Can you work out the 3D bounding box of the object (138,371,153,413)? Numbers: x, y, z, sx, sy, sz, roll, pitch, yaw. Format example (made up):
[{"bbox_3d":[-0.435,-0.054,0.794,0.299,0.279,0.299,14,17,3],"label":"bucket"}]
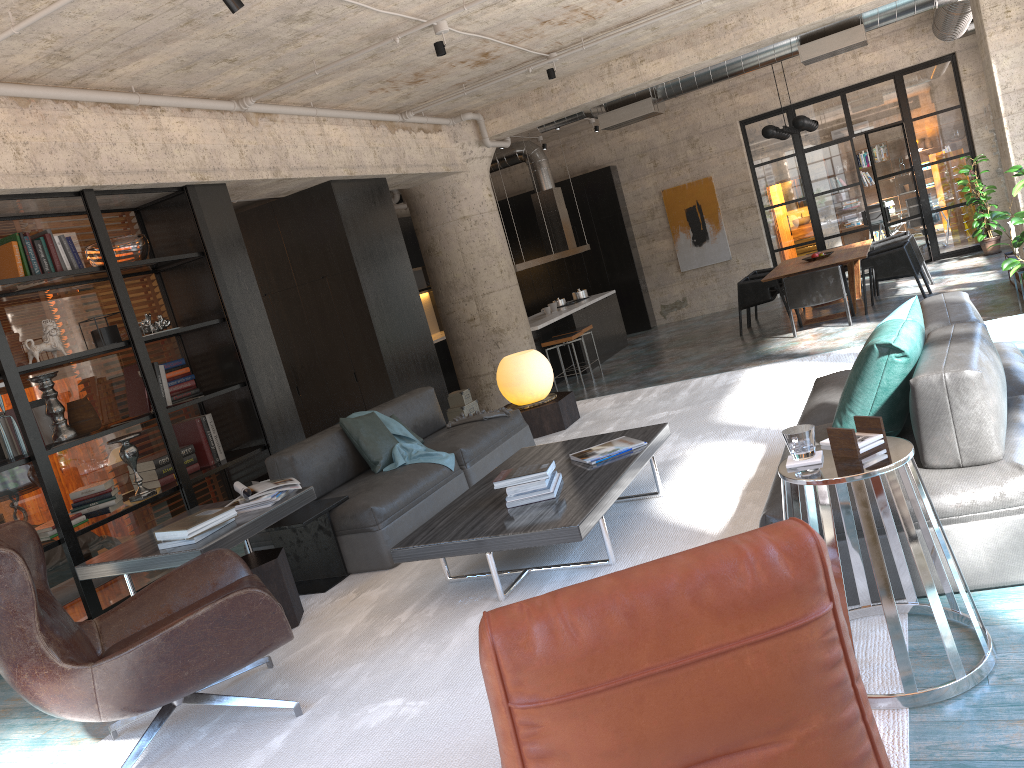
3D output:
[{"bbox_3d":[-2.505,0.042,6.163,0.099,0.301,0.099,-13,8,20],"label":"object"}]

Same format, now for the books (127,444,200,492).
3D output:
[{"bbox_3d":[-2.511,0.604,6.400,0.274,0.197,0.393,-12,8,26],"label":"books"}]

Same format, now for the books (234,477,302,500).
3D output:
[{"bbox_3d":[-1.228,0.518,4.447,0.273,0.109,0.322,-19,8,-24],"label":"books"}]

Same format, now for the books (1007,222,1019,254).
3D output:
[{"bbox_3d":[5.993,-1.746,10.460,0.191,0.362,0.277,-12,8,26],"label":"books"}]

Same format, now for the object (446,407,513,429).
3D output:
[{"bbox_3d":[-0.197,0.260,6.324,0.433,0.185,0.429,-13,8,22],"label":"object"}]

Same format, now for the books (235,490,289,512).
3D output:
[{"bbox_3d":[-1.230,0.561,4.398,0.252,0.011,0.318,-15,7,3],"label":"books"}]

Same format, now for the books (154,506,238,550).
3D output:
[{"bbox_3d":[-1.422,0.644,4.013,0.278,0.075,0.320,-11,9,30],"label":"books"}]

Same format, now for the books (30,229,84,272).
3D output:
[{"bbox_3d":[-2.983,-0.843,5.767,0.221,0.298,0.258,-12,8,26],"label":"books"}]

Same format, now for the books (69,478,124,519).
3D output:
[{"bbox_3d":[-2.706,0.752,5.745,0.306,0.188,0.257,-17,8,-9],"label":"books"}]

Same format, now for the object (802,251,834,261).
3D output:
[{"bbox_3d":[4.209,-1.761,12.201,0.435,0.079,0.435,-19,8,-27],"label":"object"}]

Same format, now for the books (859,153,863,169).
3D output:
[{"bbox_3d":[7.959,-5.091,20.225,0.021,0.355,0.272,-12,8,26],"label":"books"}]

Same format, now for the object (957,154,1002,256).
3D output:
[{"bbox_3d":[7.139,-2.727,13.510,0.514,1.552,0.886,-12,8,23],"label":"object"}]

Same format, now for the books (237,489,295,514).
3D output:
[{"bbox_3d":[-1.233,0.575,4.385,0.252,0.011,0.318,-14,8,13],"label":"books"}]

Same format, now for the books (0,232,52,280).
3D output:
[{"bbox_3d":[-3.082,-0.782,5.549,0.216,0.290,0.231,-12,8,26],"label":"books"}]

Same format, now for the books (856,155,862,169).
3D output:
[{"bbox_3d":[7.930,-5.071,20.244,0.055,0.326,0.255,-12,8,26],"label":"books"}]

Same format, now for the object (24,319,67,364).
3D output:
[{"bbox_3d":[-3.045,-0.278,5.755,0.131,0.280,0.252,-11,9,34],"label":"object"}]

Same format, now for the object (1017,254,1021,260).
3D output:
[{"bbox_3d":[5.793,-1.627,9.982,0.199,0.365,0.703,-10,9,37],"label":"object"}]

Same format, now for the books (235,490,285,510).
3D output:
[{"bbox_3d":[-1.247,0.557,4.385,0.252,0.011,0.318,-15,7,3],"label":"books"}]

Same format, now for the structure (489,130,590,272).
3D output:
[{"bbox_3d":[0.171,-2.813,13.258,0.538,2.100,3.117,-12,8,26],"label":"structure"}]

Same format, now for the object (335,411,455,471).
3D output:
[{"bbox_3d":[-0.797,0.382,5.613,0.444,0.438,0.985,-21,9,-37],"label":"object"}]

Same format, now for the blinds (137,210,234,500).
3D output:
[{"bbox_3d":[-3.145,0.377,5.818,0.136,3.160,2.915,-12,8,26],"label":"blinds"}]

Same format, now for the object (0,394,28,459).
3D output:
[{"bbox_3d":[-3.094,0.258,5.425,0.062,0.395,0.121,-12,8,29],"label":"object"}]

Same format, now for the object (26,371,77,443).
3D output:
[{"bbox_3d":[-2.945,0.153,5.704,0.192,0.447,0.191,-18,8,-16],"label":"object"}]

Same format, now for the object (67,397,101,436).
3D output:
[{"bbox_3d":[-2.859,0.217,5.903,0.190,0.230,0.189,-18,8,-18],"label":"object"}]

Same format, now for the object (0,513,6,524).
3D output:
[{"bbox_3d":[-3.103,0.918,5.169,0.284,0.231,0.335,-12,8,26],"label":"object"}]

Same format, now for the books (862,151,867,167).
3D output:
[{"bbox_3d":[8.026,-5.117,20.174,0.036,0.379,0.244,-12,8,26],"label":"books"}]

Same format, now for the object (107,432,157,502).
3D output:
[{"bbox_3d":[-2.498,0.552,5.862,0.218,0.433,0.218,-13,8,18],"label":"object"}]

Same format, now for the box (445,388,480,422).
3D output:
[{"bbox_3d":[-0.487,0.287,8.889,0.280,0.441,0.331,-14,8,15],"label":"box"}]

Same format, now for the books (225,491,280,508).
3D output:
[{"bbox_3d":[-1.255,0.549,4.377,0.252,0.011,0.318,-15,8,8],"label":"books"}]

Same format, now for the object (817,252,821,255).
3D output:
[{"bbox_3d":[4.250,-1.785,12.230,0.110,0.082,0.088,-19,8,-24],"label":"object"}]

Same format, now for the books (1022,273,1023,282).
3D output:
[{"bbox_3d":[5.633,-1.115,9.523,0.274,0.263,0.393,-10,9,36],"label":"books"}]

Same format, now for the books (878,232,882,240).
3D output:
[{"bbox_3d":[8.454,-3.484,20.403,0.055,0.326,0.255,-12,8,26],"label":"books"}]

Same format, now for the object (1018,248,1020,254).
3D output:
[{"bbox_3d":[5.529,-1.468,9.485,0.415,0.333,0.248,-20,8,-28],"label":"object"}]

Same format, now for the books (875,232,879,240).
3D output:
[{"bbox_3d":[8.407,-3.474,20.433,0.057,0.327,0.255,-12,8,26],"label":"books"}]

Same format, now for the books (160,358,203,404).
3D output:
[{"bbox_3d":[-2.585,-0.001,6.635,0.303,0.303,0.378,-12,8,27],"label":"books"}]

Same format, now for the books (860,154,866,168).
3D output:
[{"bbox_3d":[7.991,-5.081,20.194,0.055,0.326,0.255,-12,8,26],"label":"books"}]

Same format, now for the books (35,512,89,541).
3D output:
[{"bbox_3d":[-2.808,0.883,5.451,0.231,0.068,0.319,-13,8,18],"label":"books"}]

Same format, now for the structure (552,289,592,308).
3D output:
[{"bbox_3d":[0.913,-1.392,14.372,0.506,0.187,0.833,-12,8,26],"label":"structure"}]

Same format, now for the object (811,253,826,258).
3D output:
[{"bbox_3d":[4.205,-1.770,12.175,0.219,0.097,0.100,-18,8,-20],"label":"object"}]

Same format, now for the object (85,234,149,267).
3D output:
[{"bbox_3d":[-2.833,-0.924,6.406,0.430,0.217,0.434,-11,8,29],"label":"object"}]

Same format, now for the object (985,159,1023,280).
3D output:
[{"bbox_3d":[4.467,-1.149,7.379,0.886,1.552,0.514,-14,8,13],"label":"object"}]

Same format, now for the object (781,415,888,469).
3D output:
[{"bbox_3d":[0.898,0.151,2.497,0.287,0.096,0.206,-19,8,-23],"label":"object"}]

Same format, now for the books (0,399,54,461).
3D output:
[{"bbox_3d":[-3.100,0.276,5.667,0.147,0.299,0.547,-12,8,26],"label":"books"}]

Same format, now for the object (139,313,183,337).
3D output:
[{"bbox_3d":[-2.666,-0.439,6.552,0.323,0.177,0.322,-12,8,26],"label":"object"}]

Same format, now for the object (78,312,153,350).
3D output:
[{"bbox_3d":[-2.665,-0.378,6.007,0.200,0.200,0.409,-10,9,36],"label":"object"}]

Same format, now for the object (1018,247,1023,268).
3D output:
[{"bbox_3d":[4.687,-1.205,7.927,0.327,0.253,0.546,-12,8,26],"label":"object"}]

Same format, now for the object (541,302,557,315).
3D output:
[{"bbox_3d":[0.572,-1.151,13.503,0.188,0.133,0.437,-12,8,27],"label":"object"}]

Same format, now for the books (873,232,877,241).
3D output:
[{"bbox_3d":[8.362,-3.493,20.458,0.036,0.379,0.244,-12,8,26],"label":"books"}]

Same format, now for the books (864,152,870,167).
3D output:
[{"bbox_3d":[8.080,-5.103,20.170,0.055,0.326,0.255,-12,8,26],"label":"books"}]

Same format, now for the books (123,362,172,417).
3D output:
[{"bbox_3d":[-2.613,0.022,6.331,0.216,0.354,0.256,-12,8,26],"label":"books"}]

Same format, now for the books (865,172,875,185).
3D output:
[{"bbox_3d":[8.168,-4.689,20.220,0.158,0.326,0.255,-12,8,26],"label":"books"}]

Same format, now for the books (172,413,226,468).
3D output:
[{"bbox_3d":[-2.373,0.440,6.689,0.277,0.362,0.191,-13,8,21],"label":"books"}]

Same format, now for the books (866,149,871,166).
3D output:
[{"bbox_3d":[8.107,-5.133,20.127,0.036,0.379,0.244,-12,8,26],"label":"books"}]
